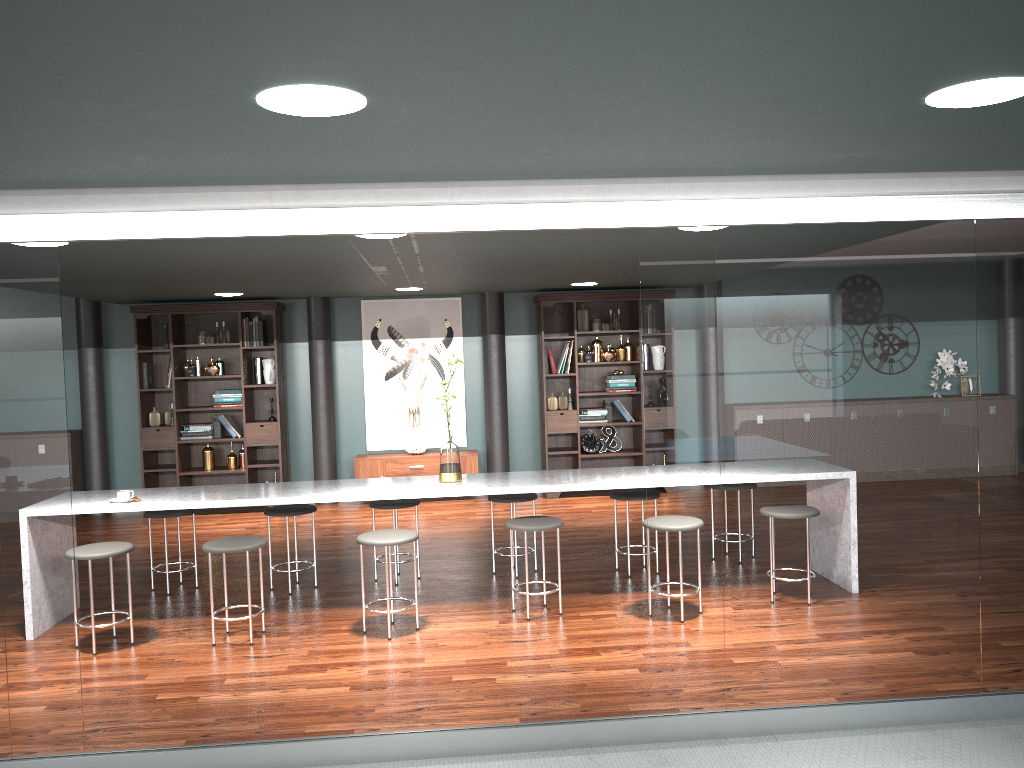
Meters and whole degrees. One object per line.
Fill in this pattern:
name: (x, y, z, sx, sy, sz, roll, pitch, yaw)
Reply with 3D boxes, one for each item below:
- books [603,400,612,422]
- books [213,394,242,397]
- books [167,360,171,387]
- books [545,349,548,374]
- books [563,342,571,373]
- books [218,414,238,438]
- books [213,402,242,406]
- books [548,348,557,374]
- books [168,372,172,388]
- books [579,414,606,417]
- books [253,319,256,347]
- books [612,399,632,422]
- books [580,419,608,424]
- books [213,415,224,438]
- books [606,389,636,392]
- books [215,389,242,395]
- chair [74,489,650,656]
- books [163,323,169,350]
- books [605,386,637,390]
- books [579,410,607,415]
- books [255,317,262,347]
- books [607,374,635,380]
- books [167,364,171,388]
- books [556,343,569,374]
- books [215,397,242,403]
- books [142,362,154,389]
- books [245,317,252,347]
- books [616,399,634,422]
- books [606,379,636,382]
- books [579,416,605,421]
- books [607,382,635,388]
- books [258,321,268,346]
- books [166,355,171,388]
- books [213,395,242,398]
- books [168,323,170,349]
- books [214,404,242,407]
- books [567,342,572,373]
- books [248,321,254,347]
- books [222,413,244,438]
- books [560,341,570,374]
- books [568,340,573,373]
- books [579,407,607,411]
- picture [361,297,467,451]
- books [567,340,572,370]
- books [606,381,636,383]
books: (0.955, 0.267, 8.873, 0.063, 0.214, 0.139, -2, 2, -4)
books: (-2.714, 0.103, 8.527, 0.268, 0.016, 0.205, -2, 2, -4)
books: (-3.242, -0.127, 8.468, 0.062, 0.322, 0.197, -2, 2, -4)
books: (0.323, -0.222, 8.751, 0.042, 0.248, 0.194, -2, 2, -4)
books: (0.542, -0.262, 8.766, 0.063, 0.309, 0.210, -2, 2, -4)
books: (-2.713, 0.403, 8.521, 0.176, 0.227, 0.194, -2, 2, -4)
books: (-2.706, 0.183, 8.537, 0.286, 0.027, 0.184, -2, 2, -4)
books: (0.386, -0.226, 8.756, 0.084, 0.252, 0.194, -2, 2, -4)
books: (-3.227, -0.128, 8.468, 0.062, 0.322, 0.197, -2, 2, -4)
books: (0.784, 0.304, 8.790, 0.268, 0.016, 0.205, -2, 2, -4)
books: (-2.456, -0.491, 8.523, 0.016, 0.268, 0.205, -2, 2, -4)
books: (1.080, 0.262, 8.815, 0.176, 0.227, 0.194, -2, 2, -4)
books: (0.789, 0.369, 8.793, 0.286, 0.027, 0.184, -2, 2, -4)
books: (-2.837, 0.408, 8.578, 0.063, 0.214, 0.139, -2, 2, -4)
books: (1.085, 0.064, 8.831, 0.268, 0.016, 0.205, -2, 2, -4)
books: (-2.709, 0.074, 8.532, 0.248, 0.042, 0.194, -2, 2, -4)
chair: (-0.309, 1.009, 5.245, 4.029, 0.512, 1.479, -2, 2, -5)
books: (-3.276, -0.449, 8.459, 0.042, 0.248, 0.194, -2, 2, -4)
books: (1.087, 0.042, 8.831, 0.286, 0.027, 0.184, -2, 2, -4)
books: (0.806, 0.275, 8.790, 0.248, 0.042, 0.194, -2, 2, -4)
books: (-2.432, -0.501, 8.525, 0.027, 0.286, 0.184, -2, 2, -4)
books: (1.083, -0.067, 8.826, 0.248, 0.042, 0.194, -2, 2, -4)
books: (-3.236, -0.121, 8.471, 0.063, 0.309, 0.210, -2, 2, -4)
books: (0.497, -0.254, 8.767, 0.115, 0.296, 0.210, -2, 2, -4)
books: (-2.710, 0.148, 8.535, 0.248, 0.042, 0.194, -2, 2, -4)
books: (-3.469, -0.081, 8.457, 0.042, 0.248, 0.194, -2, 2, -4)
books: (-2.521, -0.497, 8.518, 0.027, 0.286, 0.184, -2, 2, -4)
books: (1.114, 0.259, 8.818, 0.166, 0.228, 0.205, -2, 2, -4)
books: (1.078, -0.038, 8.821, 0.268, 0.016, 0.205, -2, 2, -4)
books: (0.785, 0.334, 8.791, 0.248, 0.042, 0.194, -2, 2, -4)
books: (1.083, 0.007, 8.829, 0.248, 0.042, 0.194, -2, 2, -4)
books: (-2.396, -0.482, 8.528, 0.042, 0.248, 0.194, -2, 2, -4)
books: (-3.251, -0.121, 8.471, 0.063, 0.309, 0.210, -2, 2, -4)
books: (-2.711, 0.118, 8.534, 0.268, 0.016, 0.205, -2, 2, -4)
books: (-3.231, -0.451, 8.463, 0.042, 0.248, 0.194, -2, 2, -4)
books: (-2.708, 0.205, 8.537, 0.268, 0.016, 0.205, -2, 2, -4)
books: (0.557, -0.262, 8.765, 0.063, 0.309, 0.210, -2, 2, -4)
books: (-2.485, -0.479, 8.521, 0.042, 0.248, 0.194, -2, 2, -4)
books: (-2.679, 0.400, 8.524, 0.166, 0.228, 0.205, -2, 2, -4)
books: (0.521, -0.264, 8.764, 0.090, 0.316, 0.197, -2, 2, -4)
books: (0.566, -0.269, 8.762, 0.062, 0.322, 0.197, -2, 2, -4)
books: (0.794, 0.246, 8.789, 0.268, 0.016, 0.205, -2, 2, -4)
picture: (-0.986, -0.101, 8.943, 1.002, 1.512, 0.031, -2, 2, -4)
books: (0.551, -0.268, 8.763, 0.062, 0.322, 0.197, -2, 2, -4)
books: (1.082, -0.023, 8.828, 0.268, 0.016, 0.205, -2, 2, -4)
